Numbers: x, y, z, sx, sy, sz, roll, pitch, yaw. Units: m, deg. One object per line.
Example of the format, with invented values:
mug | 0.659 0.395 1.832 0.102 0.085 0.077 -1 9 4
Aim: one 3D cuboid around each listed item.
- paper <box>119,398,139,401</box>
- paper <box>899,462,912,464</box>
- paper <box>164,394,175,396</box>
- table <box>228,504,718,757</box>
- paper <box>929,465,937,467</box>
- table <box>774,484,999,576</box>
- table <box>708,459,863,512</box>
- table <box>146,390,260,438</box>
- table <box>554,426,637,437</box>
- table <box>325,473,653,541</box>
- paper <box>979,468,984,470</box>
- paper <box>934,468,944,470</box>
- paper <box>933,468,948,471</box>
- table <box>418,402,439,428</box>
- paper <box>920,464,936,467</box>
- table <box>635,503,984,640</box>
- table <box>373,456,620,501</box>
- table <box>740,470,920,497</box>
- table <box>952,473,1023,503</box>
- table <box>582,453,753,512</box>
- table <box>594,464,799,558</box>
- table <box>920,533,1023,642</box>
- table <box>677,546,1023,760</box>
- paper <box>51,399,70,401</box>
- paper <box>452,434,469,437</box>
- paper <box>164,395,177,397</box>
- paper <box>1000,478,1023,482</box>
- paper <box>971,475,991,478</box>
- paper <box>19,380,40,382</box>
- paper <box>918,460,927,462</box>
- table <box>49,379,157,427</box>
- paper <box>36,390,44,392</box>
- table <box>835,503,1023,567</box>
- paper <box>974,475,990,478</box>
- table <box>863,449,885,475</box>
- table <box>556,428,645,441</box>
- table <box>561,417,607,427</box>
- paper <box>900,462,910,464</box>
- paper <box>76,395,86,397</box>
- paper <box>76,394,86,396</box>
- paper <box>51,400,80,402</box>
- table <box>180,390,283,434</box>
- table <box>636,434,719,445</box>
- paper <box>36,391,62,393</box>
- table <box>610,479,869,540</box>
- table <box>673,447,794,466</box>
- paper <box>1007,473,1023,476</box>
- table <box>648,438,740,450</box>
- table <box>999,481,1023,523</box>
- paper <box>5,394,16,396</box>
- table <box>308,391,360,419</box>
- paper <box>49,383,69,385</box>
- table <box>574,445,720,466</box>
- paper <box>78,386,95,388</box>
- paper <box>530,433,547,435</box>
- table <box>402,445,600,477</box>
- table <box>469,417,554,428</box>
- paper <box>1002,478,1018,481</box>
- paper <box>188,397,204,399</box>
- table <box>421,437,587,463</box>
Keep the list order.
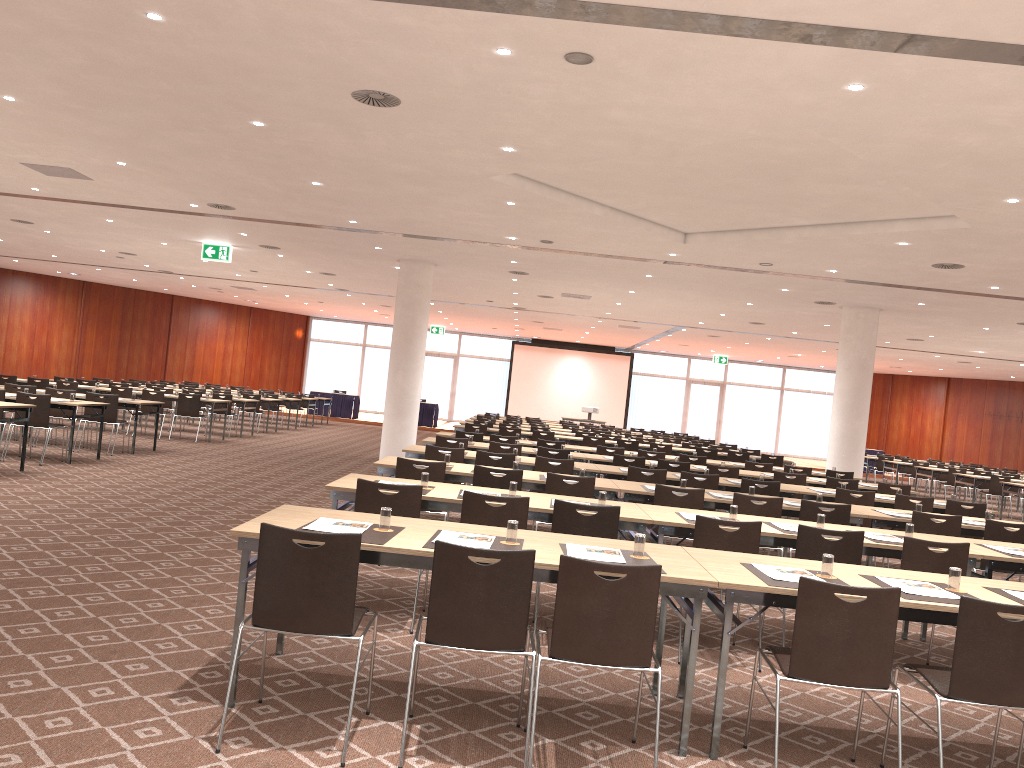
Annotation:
paper | -6.405 0.253 14.490 0.460 0.003 0.565 6 -1 -2
paper | 10.649 2.137 23.804 0.460 0.003 0.565 6 -1 -1
paper | -7.073 0.218 18.044 0.283 0.006 0.398 6 -1 -1
table | -0.217 1.212 4.566 2.267 0.833 0.953 6 0 1
paper | 11.278 2.199 23.887 0.283 0.006 0.398 6 -1 4
table | 4.352 1.754 10.524 2.267 0.833 0.953 6 0 1
table | 4.388 1.802 14.524 2.267 0.833 0.953 6 0 1
table | -7.037 0.669 20.129 2.267 0.833 0.953 6 0 1
table | 2.216 1.678 24.045 2.267 0.833 0.953 6 0 1
table | -0.199 1.236 6.566 2.267 0.833 0.953 6 0 1
paper | 13.609 2.467 25.778 0.460 0.003 0.565 6 -1 -2
paper | 10.587 2.105 21.891 0.283 0.006 0.398 6 -1 0
paper | 10.663 2.116 21.819 0.460 0.003 0.565 6 -1 2
table | -3.469 1.041 31.319 1.712 0.832 1.042 6 0 1
paper | 11.302 2.205 23.796 0.460 0.003 0.565 6 -1 0
table | 2.059 1.471 6.545 2.267 0.833 0.953 6 0 1
table | -0.181 1.259 8.566 2.267 0.833 0.953 6 0 1
table | 4.370 1.778 12.524 2.267 0.833 0.953 6 0 1
table | 11.238 2.576 19.962 2.267 0.833 0.953 6 0 1
table | 2.113 1.542 12.545 2.267 0.833 0.953 6 0 1
table | 2.095 1.519 10.545 2.267 0.833 0.953 6 0 1
table | 4.316 1.707 6.525 2.267 0.833 0.953 6 0 1
table | 2.041 1.448 4.545 2.267 0.833 0.953 6 0 1
paper | -6.446 0.224 12.545 0.283 0.006 0.398 6 -1 0
paper | -0.732 0.845 14.409 0.460 0.003 0.565 6 -1 2
paper | -7.014 0.228 17.998 0.460 0.003 0.565 6 -1 -2
paper | 11.272 2.158 19.813 0.460 0.003 0.565 6 -1 -2
paper | 10.615 2.090 19.811 0.460 0.003 0.565 6 -1 -2
paper | -9.907 -0.074 18.016 0.460 0.003 0.565 6 -1 1
paper | 12.953 2.421 27.799 0.460 0.003 0.565 6 -1 0
table | -9.294 0.433 20.150 2.267 0.833 0.953 6 0 1
paper | -7.753 0.110 14.579 0.283 0.006 0.398 6 -1 1
table | 4.334 1.731 8.525 2.267 0.833 0.953 6 0 1
paper | 10.605 2.086 19.910 0.283 0.006 0.398 6 -1 2
table | 12.116 2.667 31.177 1.712 0.832 1.042 6 0 1
table | 2.198 1.655 22.045 2.267 0.833 0.953 6 0 1
table | 2.481 1.662 31.281 1.539 0.832 0.953 6 0 1
paper | 10.609 2.129 23.896 0.283 0.006 0.398 6 -1 0
paper | -7.051 0.186 14.465 0.460 0.003 0.565 6 -1 1
paper | -7.084 0.179 14.523 0.283 0.006 0.398 6 -1 3
paper | -6.421 0.230 12.493 0.460 0.003 0.565 6 -1 0
table | -7.019 0.692 22.129 2.267 0.833 0.953 6 0 1
table | 4.474 1.914 24.024 2.267 0.833 0.953 6 0 1
paper | -7.671 0.121 14.489 0.460 0.003 0.565 6 -1 -2
table | 2.077 1.495 8.545 2.267 0.833 0.953 6 0 1
table | 4.420 1.843 18.024 2.267 0.833 0.953 6 0 1
paper | 13.519 2.433 23.860 0.283 0.006 0.398 6 -1 1
table | 4.456 1.890 22.024 2.267 0.833 0.953 6 0 1
table | 11.220 2.553 17.962 2.267 0.833 0.953 6 0 1
paper | -7.098 0.156 12.555 0.283 0.006 0.398 6 -1 0
table | -6.297 0.745 31.345 1.712 0.832 1.042 6 0 1
paper | -9.253 -0.006 18.007 0.460 0.003 0.565 6 -1 -2
table | 2.131 1.566 14.545 2.267 0.833 0.953 6 0 1
paper | -8.600 0.062 18.014 0.460 0.003 0.565 6 -1 2
paper | 0.598 1.022 17.912 0.460 0.003 0.565 6 -1 2
table | -0.163 1.283 10.566 2.267 0.833 0.953 6 0 1
table | -0.041 1.442 24.065 2.267 0.833 0.953 6 0 1
paper | 11.238 2.152 19.885 0.283 0.006 0.398 6 -1 -2
paper | -6.431 0.285 18.038 0.283 0.006 0.398 6 -1 -2
table | -0.145 1.307 12.566 2.267 0.833 0.953 6 0 1
